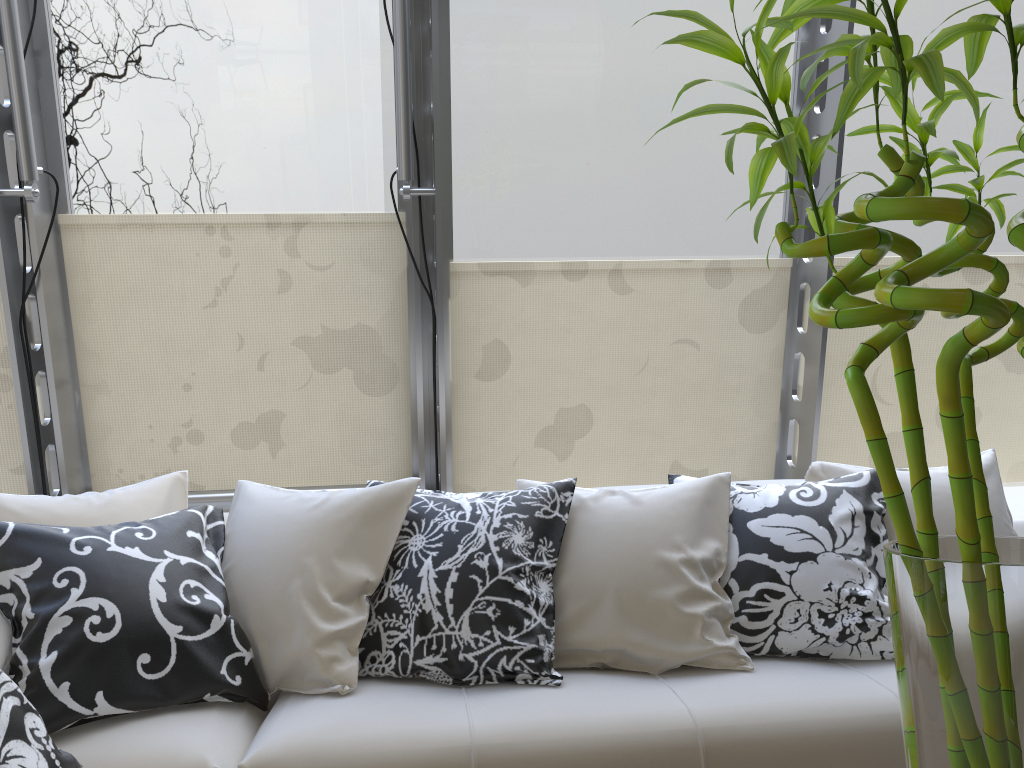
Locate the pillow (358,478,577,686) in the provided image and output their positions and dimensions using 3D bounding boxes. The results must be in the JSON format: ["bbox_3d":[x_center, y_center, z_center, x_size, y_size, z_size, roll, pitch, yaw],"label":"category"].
[{"bbox_3d":[-0.152,0.486,2.233,0.608,0.467,0.382,-2,-3,13],"label":"pillow"}]

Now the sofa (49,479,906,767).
[{"bbox_3d":[0.182,0.711,1.507,4.169,0.866,3.257,-2,-3,-7],"label":"sofa"}]

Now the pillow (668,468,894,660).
[{"bbox_3d":[0.718,0.468,2.335,0.606,0.463,0.383,-2,-3,12],"label":"pillow"}]

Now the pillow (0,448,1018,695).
[{"bbox_3d":[-0.237,0.470,2.087,3.322,0.530,1.656,0,-3,-36],"label":"pillow"}]

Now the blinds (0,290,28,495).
[{"bbox_3d":[-2.589,0.097,3.402,1.430,1.027,0.329,-2,-3,-7],"label":"blinds"}]

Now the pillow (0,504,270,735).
[{"bbox_3d":[-0.874,0.529,2.004,0.599,0.483,0.405,0,-3,-38],"label":"pillow"}]

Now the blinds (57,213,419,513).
[{"bbox_3d":[-1.071,-0.040,3.556,1.376,1.214,0.387,-2,-3,-7],"label":"blinds"}]

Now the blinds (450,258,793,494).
[{"bbox_3d":[0.460,0.012,3.759,1.430,1.027,0.329,-2,-3,-7],"label":"blinds"}]

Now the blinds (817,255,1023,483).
[{"bbox_3d":[2.154,-0.036,3.957,1.766,1.028,0.330,-2,-3,-7],"label":"blinds"}]

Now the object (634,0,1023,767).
[{"bbox_3d":[0.457,-0.089,0.927,0.584,1.546,0.673,-3,-3,32],"label":"object"}]

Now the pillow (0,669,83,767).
[{"bbox_3d":[-0.996,0.493,1.356,0.394,0.471,0.604,-2,-3,9],"label":"pillow"}]
